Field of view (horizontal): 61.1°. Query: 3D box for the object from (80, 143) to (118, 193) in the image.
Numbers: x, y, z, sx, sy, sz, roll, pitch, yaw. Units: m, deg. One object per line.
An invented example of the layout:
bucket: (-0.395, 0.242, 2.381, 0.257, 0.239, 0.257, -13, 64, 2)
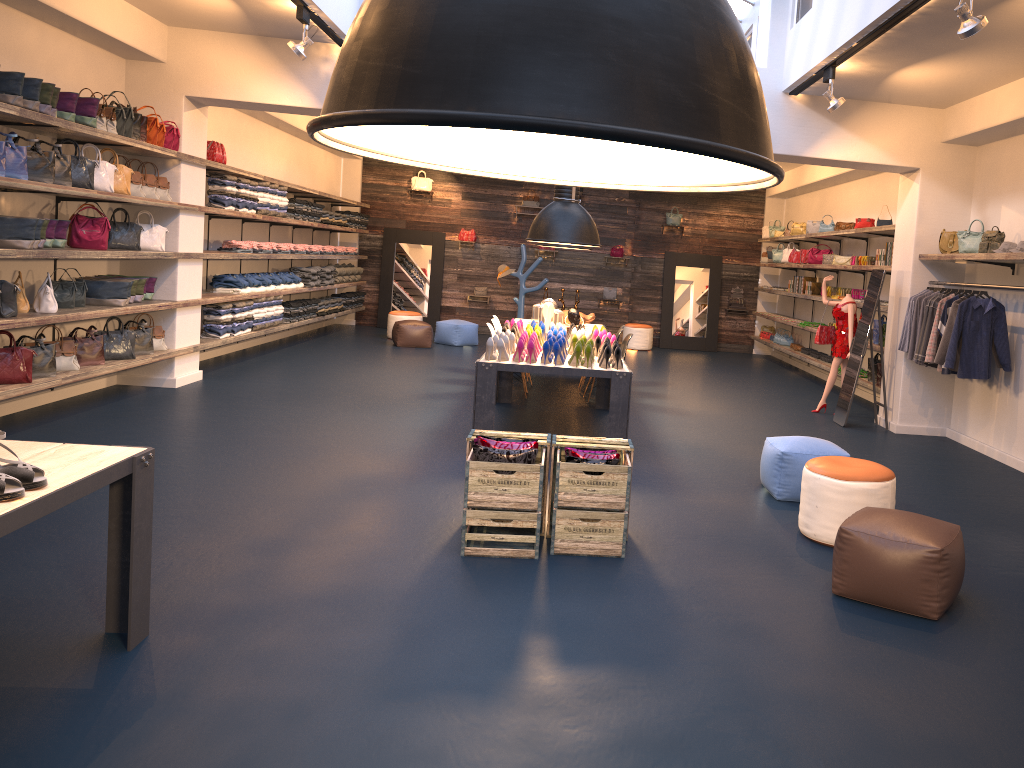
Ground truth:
object: (-3.464, -1.779, 7.133, 0.179, 0.383, 0.460, 8, 7, 37)

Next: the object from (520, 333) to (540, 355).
object: (0.144, -0.349, 7.543, 0.201, 0.194, 0.245, 5, 7, 4)

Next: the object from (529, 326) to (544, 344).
object: (0.218, -0.465, 8.370, 0.203, 0.194, 0.242, 4, 7, -1)

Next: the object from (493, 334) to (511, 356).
object: (-0.104, -0.324, 7.240, 0.208, 0.194, 0.236, 3, 7, -9)

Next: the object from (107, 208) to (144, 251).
object: (-3.595, -1.425, 7.972, 0.179, 0.383, 0.458, 7, 7, 34)

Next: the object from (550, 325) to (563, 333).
object: (0.446, -0.493, 8.682, 0.203, 0.194, 0.242, 4, 7, -1)

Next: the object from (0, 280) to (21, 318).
object: (-3.662, -0.664, 6.056, 0.439, 0.384, 0.187, 3, 5, -11)

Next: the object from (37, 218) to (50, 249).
object: (-3.652, -1.117, 6.389, 0.446, 0.234, 0.167, 1, 6, -27)

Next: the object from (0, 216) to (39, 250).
object: (-3.551, -1.063, 6.065, 0.441, 0.230, 0.169, 2, 6, -21)

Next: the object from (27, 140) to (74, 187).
object: (-3.486, -1.664, 6.540, 0.200, 0.337, 0.407, 9, 8, 40)

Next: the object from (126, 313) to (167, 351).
object: (-3.545, -0.502, 8.386, 0.165, 0.365, 0.415, 8, 7, 40)

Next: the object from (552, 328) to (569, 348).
object: (0.459, -0.451, 8.409, 0.203, 0.194, 0.242, 4, 7, -1)

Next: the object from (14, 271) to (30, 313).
object: (-3.711, -0.694, 6.511, 0.167, 0.307, 0.316, 1, 7, -32)

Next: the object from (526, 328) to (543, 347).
object: (0.191, -0.425, 8.082, 0.203, 0.194, 0.242, 4, 7, -1)

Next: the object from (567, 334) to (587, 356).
object: (0.604, -0.356, 7.845, 0.203, 0.194, 0.242, 4, 7, -1)

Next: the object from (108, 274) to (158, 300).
object: (-3.661, -0.928, 8.377, 0.442, 0.234, 0.169, 2, 6, -22)

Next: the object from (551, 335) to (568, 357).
object: (0.395, -0.334, 7.585, 0.205, 0.194, 0.240, 4, 7, -3)

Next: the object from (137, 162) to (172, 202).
object: (-3.459, -1.935, 8.288, 0.165, 0.365, 0.415, 8, 7, 40)

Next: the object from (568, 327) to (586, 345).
object: (0.655, -0.475, 8.681, 0.206, 0.194, 0.239, 4, 7, -5)

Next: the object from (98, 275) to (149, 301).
object: (-3.663, -0.900, 8.187, 0.447, 0.234, 0.167, 1, 7, -28)

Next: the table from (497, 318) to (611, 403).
table: (0.550, -0.310, 10.665, 1.244, 0.735, 2.538, 5, 8, 1)

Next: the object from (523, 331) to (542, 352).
object: (0.171, -0.385, 7.805, 0.199, 0.194, 0.247, 5, 7, 7)

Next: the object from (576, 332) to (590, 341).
object: (0.656, -0.396, 8.148, 0.203, 0.194, 0.242, 4, 7, -1)

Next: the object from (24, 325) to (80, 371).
object: (-3.640, -0.282, 6.853, 0.165, 0.365, 0.415, 8, 7, 40)

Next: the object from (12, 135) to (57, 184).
object: (-3.506, -1.629, 6.292, 0.407, 0.337, 0.201, 0, 7, -36)

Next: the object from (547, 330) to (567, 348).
object: (0.413, -0.416, 8.148, 0.210, 0.194, 0.242, 4, 7, -1)

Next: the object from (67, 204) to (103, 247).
object: (-3.613, -1.342, 7.388, 0.216, 0.383, 0.266, 6, 6, 21)

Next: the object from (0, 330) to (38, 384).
object: (-3.615, -0.194, 6.168, 0.179, 0.383, 0.460, 8, 7, 37)

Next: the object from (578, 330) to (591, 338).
object: (0.690, -0.435, 8.428, 0.203, 0.194, 0.242, 4, 7, -1)

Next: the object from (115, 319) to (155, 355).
object: (-3.484, -0.435, 8.062, 0.200, 0.337, 0.407, 9, 8, 40)

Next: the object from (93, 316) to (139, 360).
object: (-3.515, -0.408, 7.668, 0.179, 0.383, 0.458, 7, 7, 34)

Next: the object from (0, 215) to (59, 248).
object: (-3.756, -1.173, 6.710, 0.446, 0.234, 0.167, 1, 6, -27)

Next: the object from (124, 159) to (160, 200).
object: (-3.475, -1.899, 8.036, 0.165, 0.365, 0.415, 8, 7, 40)

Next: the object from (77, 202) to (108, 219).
object: (-3.649, -1.378, 7.525, 0.317, 0.408, 0.126, 1, 5, -32)

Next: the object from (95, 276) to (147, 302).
object: (-3.612, -0.871, 8.021, 0.443, 0.234, 0.168, 1, 6, -23)

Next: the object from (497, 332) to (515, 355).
object: (-0.059, -0.362, 7.519, 0.211, 0.194, 0.233, 3, 7, -14)

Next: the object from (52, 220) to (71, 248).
object: (-3.763, -1.203, 6.912, 0.441, 0.234, 0.169, 2, 6, -21)

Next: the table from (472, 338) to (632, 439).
table: (0.394, 0.053, 8.135, 1.244, 0.735, 2.538, 5, 8, 1)

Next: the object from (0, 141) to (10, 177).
object: (-3.569, -1.544, 5.793, 0.176, 0.303, 0.401, 7, 7, 30)

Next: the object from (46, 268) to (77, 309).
object: (-3.632, -0.766, 6.988, 0.256, 0.327, 0.100, -1, 7, -45)

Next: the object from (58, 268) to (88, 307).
object: (-3.625, -0.789, 7.151, 0.256, 0.327, 0.100, -1, 7, -45)

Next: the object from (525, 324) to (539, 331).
object: (0.212, -0.509, 8.659, 0.202, 0.194, 0.244, 5, 7, 2)

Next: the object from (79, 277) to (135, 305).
object: (-3.574, -0.816, 7.654, 0.448, 0.230, 0.166, 0, 7, -30)

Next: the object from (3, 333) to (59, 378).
object: (-3.581, -0.210, 6.494, 0.200, 0.337, 0.407, 9, 8, 40)

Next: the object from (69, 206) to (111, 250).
object: (-3.539, -1.307, 7.274, 0.206, 0.360, 0.262, 7, 6, 25)

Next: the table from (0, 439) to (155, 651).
table: (-2.094, 0.749, 2.057, 1.244, 0.735, 2.538, 5, 8, 1)

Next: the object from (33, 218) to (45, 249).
object: (-3.599, -1.090, 6.220, 0.448, 0.230, 0.166, 0, 7, -29)

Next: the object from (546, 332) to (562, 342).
object: (0.383, -0.373, 7.842, 0.203, 0.194, 0.242, 4, 7, -1)

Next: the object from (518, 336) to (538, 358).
object: (0.122, -0.311, 7.275, 0.203, 0.194, 0.242, 4, 7, -1)

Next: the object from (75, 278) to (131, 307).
object: (-3.524, -0.787, 7.488, 0.442, 0.230, 0.169, 2, 6, -22)

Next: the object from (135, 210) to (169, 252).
object: (-3.504, -1.464, 8.289, 0.178, 0.383, 0.461, 9, 8, 43)

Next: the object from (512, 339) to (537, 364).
object: (0.107, -0.270, 6.991, 0.205, 0.194, 0.240, 4, 7, -4)

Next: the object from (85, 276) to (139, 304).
object: (-3.608, -0.843, 7.833, 0.447, 0.234, 0.167, 1, 7, -28)

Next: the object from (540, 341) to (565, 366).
object: (0.328, -0.258, 7.036, 0.199, 0.194, 0.247, 5, 7, 7)

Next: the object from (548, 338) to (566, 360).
object: (0.362, -0.298, 7.325, 0.203, 0.194, 0.242, 4, 7, -1)

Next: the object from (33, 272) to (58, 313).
object: (-3.584, -0.707, 6.671, 0.167, 0.307, 0.316, 1, 7, -32)

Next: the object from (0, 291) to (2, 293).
object: (-3.655, -0.631, 5.836, 0.430, 0.384, 0.191, 4, 5, -4)

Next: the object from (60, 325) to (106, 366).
object: (-3.555, -0.319, 7.234, 0.201, 0.337, 0.406, 8, 7, 37)

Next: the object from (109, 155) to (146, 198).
object: (-3.492, -1.859, 7.759, 0.165, 0.365, 0.415, 8, 7, 40)
